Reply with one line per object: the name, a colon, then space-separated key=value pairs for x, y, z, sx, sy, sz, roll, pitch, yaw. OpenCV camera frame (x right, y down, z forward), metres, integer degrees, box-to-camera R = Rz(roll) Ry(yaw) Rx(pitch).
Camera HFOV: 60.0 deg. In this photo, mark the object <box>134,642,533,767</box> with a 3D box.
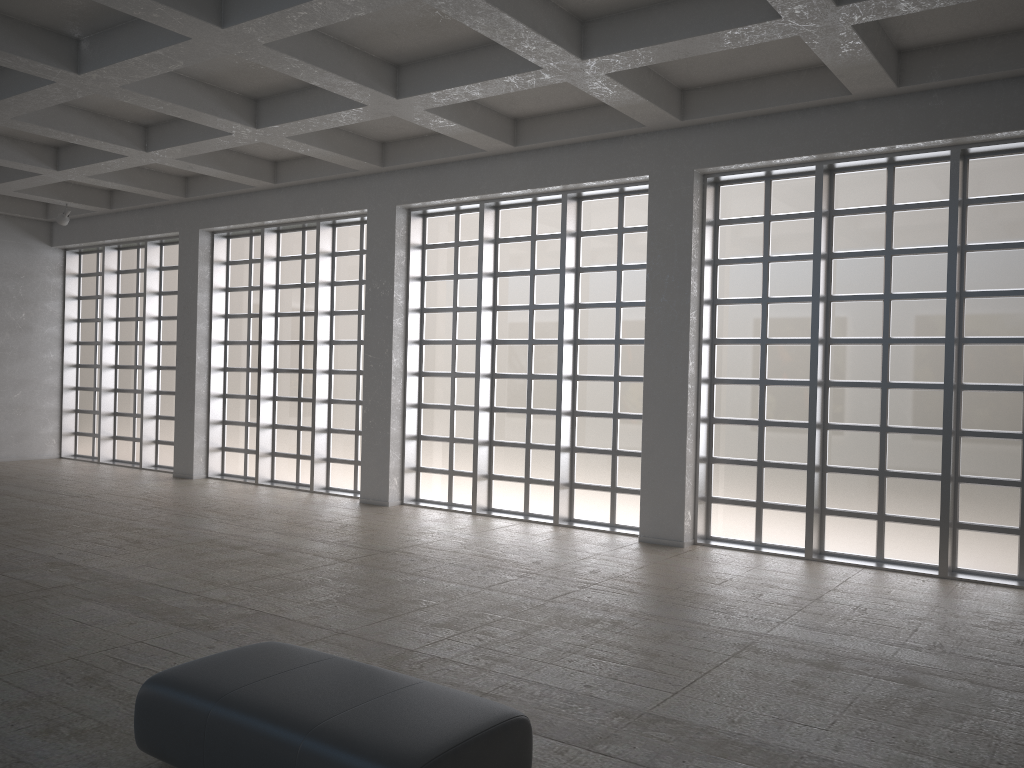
object: x=-1.505 y=2.864 z=7.243 sx=3.044 sy=0.828 sz=1.616 roll=2 pitch=0 yaw=35
